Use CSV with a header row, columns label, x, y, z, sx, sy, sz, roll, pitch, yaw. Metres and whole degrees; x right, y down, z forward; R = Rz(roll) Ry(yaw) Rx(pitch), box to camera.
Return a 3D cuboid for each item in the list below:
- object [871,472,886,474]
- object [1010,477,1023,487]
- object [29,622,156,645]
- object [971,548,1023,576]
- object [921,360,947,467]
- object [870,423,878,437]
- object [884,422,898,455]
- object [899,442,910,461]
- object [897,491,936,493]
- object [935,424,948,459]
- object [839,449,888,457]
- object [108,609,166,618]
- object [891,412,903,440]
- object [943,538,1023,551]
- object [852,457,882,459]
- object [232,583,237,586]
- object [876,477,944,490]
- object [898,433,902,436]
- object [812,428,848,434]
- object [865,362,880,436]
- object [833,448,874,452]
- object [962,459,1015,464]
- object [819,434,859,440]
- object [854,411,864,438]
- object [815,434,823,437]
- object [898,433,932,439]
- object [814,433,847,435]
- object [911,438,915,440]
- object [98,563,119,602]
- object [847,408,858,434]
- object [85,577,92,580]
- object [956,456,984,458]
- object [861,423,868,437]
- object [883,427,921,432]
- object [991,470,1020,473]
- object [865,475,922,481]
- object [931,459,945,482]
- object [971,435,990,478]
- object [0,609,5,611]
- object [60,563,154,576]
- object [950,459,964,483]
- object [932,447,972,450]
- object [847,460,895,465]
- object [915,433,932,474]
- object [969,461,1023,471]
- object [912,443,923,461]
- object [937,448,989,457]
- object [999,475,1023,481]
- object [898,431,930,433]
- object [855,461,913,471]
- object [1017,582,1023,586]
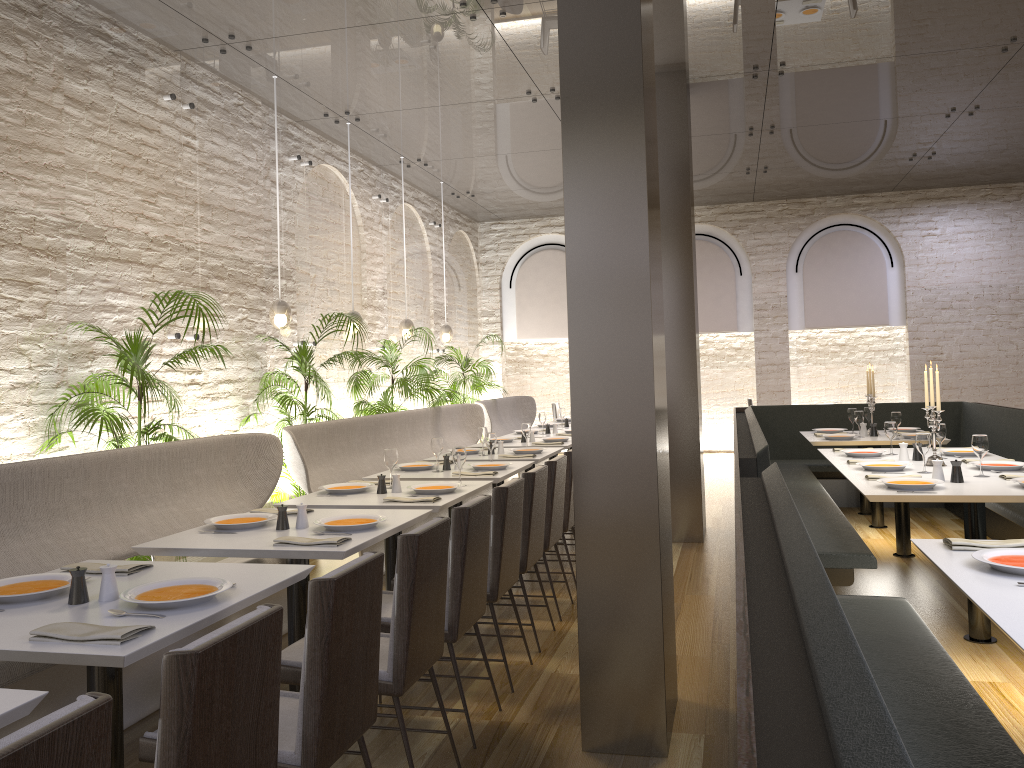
label,x,y,z,sx,sy,sz,roll,pitch,yaw
object,2.196,0.518,5.169,0.185,0.010,0.017,-2,0,14
object,2.672,0.501,4.424,0.321,0.036,0.321,-2,1,-10
object,-1.097,0.649,2.321,0.273,0.033,0.142,-2,1,14
object,1.595,0.554,2.726,0.321,0.036,0.322,-1,1,34
object,2.610,0.177,5.495,0.131,0.657,0.390,-3,-1,25
object,3.193,0.404,7.819,0.069,0.127,0.068,-1,-1,-34
object,2.661,0.382,6.222,0.086,0.231,0.086,-2,-2,26
object,2.579,0.446,5.833,0.069,0.127,0.069,-2,-1,8
object,1.997,0.533,4.370,0.185,0.010,0.017,-2,0,14
object,2.840,0.380,5.881,0.086,0.231,0.086,-2,-2,26
object,2.463,0.487,6.207,0.321,0.036,0.321,-2,1,10
object,-1.058,0.647,2.493,0.181,0.015,0.038,-2,0,15
object,3.228,0.351,7.436,0.086,0.231,0.086,-1,-2,-40
object,1.649,0.549,3.055,0.273,0.033,0.142,-2,1,14
object,2.404,0.502,6.003,0.185,0.010,0.017,-2,0,14
object,-0.970,0.643,2.843,0.185,0.010,0.017,-2,0,14
object,2.057,0.518,4.579,0.321,0.036,0.321,-2,1,12
object,3.532,0.444,7.760,0.273,0.033,0.142,-2,1,14
object,3.004,0.446,8.376,0.321,0.036,0.321,-2,1,10
object,3.224,0.131,7.954,0.131,0.657,0.390,-3,-1,25
object,2.522,0.489,6.552,0.273,0.033,0.142,-2,1,14
object,2.981,0.486,5.552,0.273,0.033,0.142,-2,1,14
object,2.824,0.460,7.652,0.321,0.036,0.321,-2,1,-10
object,3.049,0.352,7.777,0.086,0.231,0.086,-1,-2,-40
object,2.866,0.462,7.932,0.273,0.033,0.142,-2,1,14
object,3.439,0.442,7.497,0.321,0.036,0.321,-2,1,-10
object,2.904,0.460,8.082,0.273,0.033,0.142,-2,1,14
object,3.391,0.454,7.322,0.181,0.015,0.038,-2,0,15
object,-1.231,0.603,2.706,0.059,0.109,0.059,-2,-1,6
object,3.159,0.344,8.218,0.086,0.231,0.086,-1,-2,-40
object,-1.490,0.655,2.974,0.181,0.015,0.038,-2,0,15
object,3.029,0.481,5.871,0.181,0.015,0.038,-2,0,15
object,3.121,0.406,7.862,0.069,0.127,0.068,-1,-1,-34
object,3.619,0.429,8.221,0.321,0.036,0.321,-2,1,-28
object,2.821,0.497,5.037,0.181,0.015,0.038,-2,0,15
object,2.115,0.520,4.920,0.273,0.033,0.142,-2,1,14
object,2.299,0.466,4.783,0.068,0.127,0.069,-3,-2,37
object,2.599,0.399,4.913,0.086,0.231,0.086,-1,-2,-34
object,-1.578,0.664,2.624,0.185,0.010,0.017,-2,0,14
object,-1.429,0.650,3.129,0.273,0.033,0.142,-2,1,14
object,2.366,0.465,4.715,0.069,0.127,0.068,-1,-2,-45
object,3.189,0.470,6.386,0.273,0.033,0.142,-2,1,14
object,2.314,0.505,5.718,0.273,0.033,0.142,-2,1,14
object,2.395,0.402,5.155,0.086,0.231,0.086,-2,-2,14
object,2.872,0.486,5.226,0.321,0.036,0.322,-1,1,34
object,2.658,0.443,5.810,0.069,0.127,0.069,-2,-1,8
object,3.078,0.470,6.052,0.321,0.036,0.321,-2,1,10
object,2.782,0.501,4.754,0.273,0.033,0.142,-2,1,14
object,3.569,0.441,7.910,0.273,0.033,0.142,-2,1,14
object,2.257,0.503,5.381,0.321,0.036,0.322,-1,1,34
object,1.532,0.568,2.506,0.185,0.010,0.017,-2,0,14
